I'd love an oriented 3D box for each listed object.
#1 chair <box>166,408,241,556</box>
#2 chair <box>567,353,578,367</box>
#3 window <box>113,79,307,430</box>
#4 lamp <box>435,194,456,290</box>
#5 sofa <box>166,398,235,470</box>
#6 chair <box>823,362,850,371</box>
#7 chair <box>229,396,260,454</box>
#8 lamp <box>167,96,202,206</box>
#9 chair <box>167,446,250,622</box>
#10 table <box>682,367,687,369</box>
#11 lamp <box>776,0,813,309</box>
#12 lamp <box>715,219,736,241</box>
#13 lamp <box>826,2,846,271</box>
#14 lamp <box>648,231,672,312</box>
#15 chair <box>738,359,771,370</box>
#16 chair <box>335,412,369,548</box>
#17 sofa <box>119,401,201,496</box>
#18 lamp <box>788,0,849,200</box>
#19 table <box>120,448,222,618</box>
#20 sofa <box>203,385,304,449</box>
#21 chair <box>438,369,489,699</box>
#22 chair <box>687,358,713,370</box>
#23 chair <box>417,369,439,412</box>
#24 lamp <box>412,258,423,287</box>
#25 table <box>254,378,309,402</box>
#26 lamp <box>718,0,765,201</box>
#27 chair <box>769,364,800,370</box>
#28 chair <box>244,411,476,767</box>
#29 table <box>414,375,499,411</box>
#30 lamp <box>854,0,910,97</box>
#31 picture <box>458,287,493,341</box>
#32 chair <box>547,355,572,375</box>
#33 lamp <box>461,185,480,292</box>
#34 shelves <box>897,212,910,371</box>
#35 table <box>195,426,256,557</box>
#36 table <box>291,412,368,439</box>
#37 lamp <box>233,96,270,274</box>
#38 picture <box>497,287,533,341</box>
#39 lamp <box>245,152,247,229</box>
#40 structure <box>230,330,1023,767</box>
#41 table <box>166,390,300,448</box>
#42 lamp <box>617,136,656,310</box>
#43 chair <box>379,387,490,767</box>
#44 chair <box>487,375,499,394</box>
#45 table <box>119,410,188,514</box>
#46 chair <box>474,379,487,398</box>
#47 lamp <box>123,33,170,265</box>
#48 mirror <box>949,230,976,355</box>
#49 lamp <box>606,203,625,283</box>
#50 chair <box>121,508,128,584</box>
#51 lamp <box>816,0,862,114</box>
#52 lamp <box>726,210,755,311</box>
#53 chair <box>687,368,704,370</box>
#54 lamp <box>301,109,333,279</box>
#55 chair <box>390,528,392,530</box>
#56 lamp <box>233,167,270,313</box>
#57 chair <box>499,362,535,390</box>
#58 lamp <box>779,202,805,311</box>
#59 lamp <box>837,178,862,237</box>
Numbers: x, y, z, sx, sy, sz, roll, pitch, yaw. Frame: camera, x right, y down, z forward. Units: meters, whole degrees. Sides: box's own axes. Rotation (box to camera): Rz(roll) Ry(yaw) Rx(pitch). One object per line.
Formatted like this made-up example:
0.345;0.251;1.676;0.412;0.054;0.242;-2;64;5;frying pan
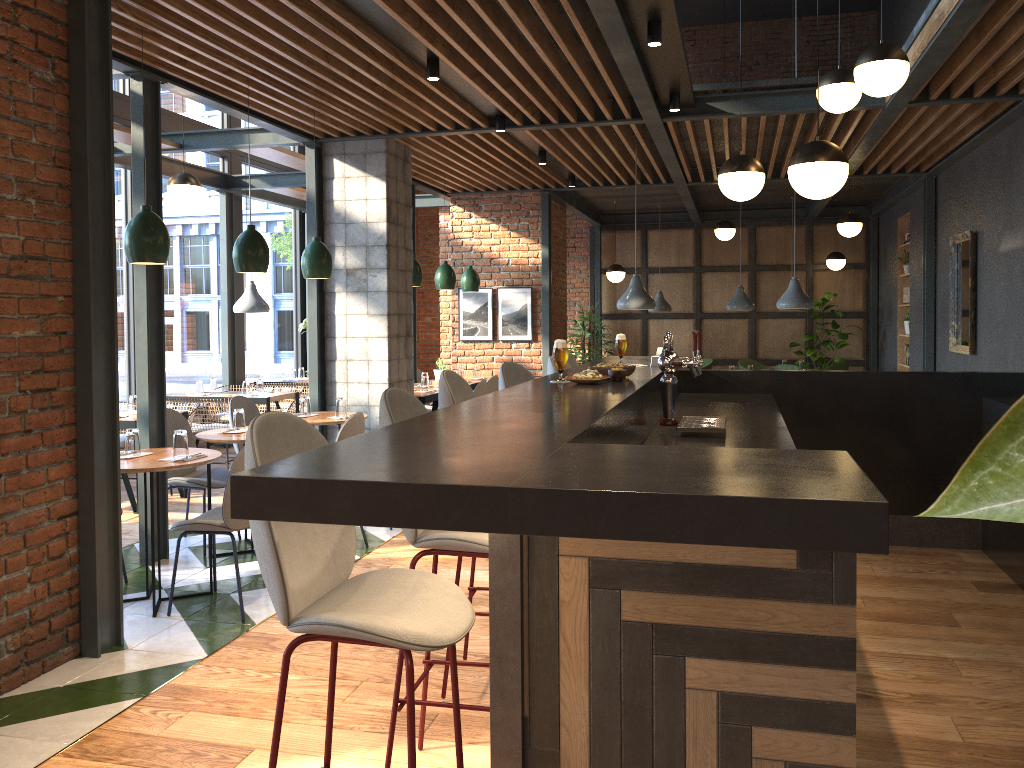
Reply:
-2.036;0.603;5.695;0.507;0.886;0.419;0;2;15;chair
0.562;0.396;5.812;0.507;1.241;0.419;0;2;14;chair
-3.948;-2.311;7.959;0.127;5.590;8.739;0;4;14;window
-0.701;-1.992;9.209;0.224;2.019;0.224;0;2;18;lamp
-3.025;0.481;8.428;1.091;0.732;0.471;0;3;14;sofa
4.250;0.111;12.010;0.639;0.817;0.515;-3;3;-39;chair
-1.829;0.534;6.589;0.507;0.886;0.419;0;2;15;chair
-2.703;-3.359;7.222;0.268;3.789;0.268;-1;2;-33;lamp
-1.458;0.689;4.497;0.507;0.886;0.419;0;2;15;chair
2.207;0.098;13.248;0.808;0.686;0.808;-3;4;-36;table
2.807;-2.993;8.786;0.353;4.484;0.353;-2;2;-40;lamp
2.797;-3.784;11.639;0.268;3.789;0.268;-1;2;-6;lamp
4.617;-3.516;12.614;0.268;3.789;0.268;-1;2;-33;lamp
2.184;-3.317;13.133;0.353;4.484;0.353;-2;2;-40;lamp
3.584;0.056;12.798;0.639;0.817;0.515;-3;3;-44;chair
-1.165;0.613;5.468;0.507;0.886;0.419;0;2;10;chair
-3.217;0.540;7.675;1.091;0.732;0.471;0;3;14;sofa
1.405;-2.750;4.058;0.268;3.789;0.268;0;2;5;lamp
-1.871;0.754;4.608;0.700;0.746;0.700;-2;3;-29;table
-2.747;0.396;9.522;1.091;0.732;0.471;0;3;14;sofa
-0.030;0.564;3.514;0.507;1.241;0.419;0;2;10;chair
2.734;0.021;13.353;0.515;0.817;0.639;-1;3;-11;chair
-0.902;0.264;10.056;0.507;0.886;0.419;0;2;21;chair
-0.950;-1.916;8.228;0.224;2.019;0.224;0;2;18;lamp
-2.411;0.307;10.840;1.271;0.705;0.659;0;3;14;table
1.328;-2.963;5.134;0.268;3.789;0.268;0;2;16;lamp
3.364;0.166;11.370;0.515;0.817;0.639;-2;3;-26;chair
-0.341;0.688;2.049;0.507;1.241;0.419;0;2;14;chair
-0.738;0.385;9.246;0.658;0.764;2.778;0;4;14;table
1.902;-3.385;4.544;0.268;3.789;0.268;-1;2;-21;lamp
-0.435;-0.831;10.557;0.430;0.630;0.015;0;2;14;picture
0.459;0.460;4.984;0.507;1.241;0.419;0;2;20;chair
-0.481;-2.059;10.073;0.224;2.019;0.224;0;2;18;lamp
5.071;-0.768;11.135;0.284;2.702;0.837;0;2;14;shelves
-1.621;0.678;5.590;0.700;0.746;0.700;-2;3;-33;table
-1.401;0.611;6.454;0.699;0.746;0.701;1;3;25;table
-1.639;-1.705;5.524;0.224;2.019;0.224;0;2;18;lamp
0.031;-0.825;10.439;0.430;0.630;0.015;0;2;14;picture
-2.883;-3.162;9.548;0.268;3.789;0.268;-1;2;-18;lamp
1.490;0.483;3.568;2.916;1.394;4.931;1;4;14;structure
-2.885;0.451;8.978;1.271;0.705;0.659;0;3;14;table
1.106;-2.917;7.952;0.353;4.484;0.353;-2;2;-40;lamp
-0.148;0.633;2.755;0.507;1.241;0.419;0;2;12;chair
-0.384;0.350;8.863;0.507;0.886;0.419;0;2;20;chair
-3.356;0.595;7.128;1.271;0.705;0.659;0;3;14;table
-0.485;0.394;8.297;0.507;0.886;0.419;0;2;10;chair
-1.889;-1.629;4.543;0.224;2.019;0.224;0;2;18;lamp
4.112;-0.827;8.083;0.061;1.084;0.770;0;3;14;mirror
1.477;-3.346;12.671;0.268;3.789;0.268;-1;2;-33;lamp
-2.364;0.678;4.734;0.507;0.886;0.419;0;2;10;chair
2.017;-3.576;5.447;0.268;3.789;0.268;0;2;20;lamp
2.845;-3.163;11.034;0.353;4.484;0.353;-2;2;-40;lamp
2.444;0.208;10.904;0.515;0.817;0.639;-2;3;-31;chair
-1.419;-1.773;6.387;0.224;2.019;0.224;0;2;18;lamp
-0.973;0.546;6.338;0.507;0.886;0.419;0;2;20;chair
-2.599;-2.946;8.722;0.353;4.484;0.353;-1;2;-24;lamp
0.198;0.518;4.244;0.508;1.241;0.419;0;2;25;chair
3.899;-3.269;12.326;0.353;4.484;0.353;-2;2;-40;lamp
3.780;-3.542;9.905;0.268;3.789;0.268;-1;2;-14;lamp
